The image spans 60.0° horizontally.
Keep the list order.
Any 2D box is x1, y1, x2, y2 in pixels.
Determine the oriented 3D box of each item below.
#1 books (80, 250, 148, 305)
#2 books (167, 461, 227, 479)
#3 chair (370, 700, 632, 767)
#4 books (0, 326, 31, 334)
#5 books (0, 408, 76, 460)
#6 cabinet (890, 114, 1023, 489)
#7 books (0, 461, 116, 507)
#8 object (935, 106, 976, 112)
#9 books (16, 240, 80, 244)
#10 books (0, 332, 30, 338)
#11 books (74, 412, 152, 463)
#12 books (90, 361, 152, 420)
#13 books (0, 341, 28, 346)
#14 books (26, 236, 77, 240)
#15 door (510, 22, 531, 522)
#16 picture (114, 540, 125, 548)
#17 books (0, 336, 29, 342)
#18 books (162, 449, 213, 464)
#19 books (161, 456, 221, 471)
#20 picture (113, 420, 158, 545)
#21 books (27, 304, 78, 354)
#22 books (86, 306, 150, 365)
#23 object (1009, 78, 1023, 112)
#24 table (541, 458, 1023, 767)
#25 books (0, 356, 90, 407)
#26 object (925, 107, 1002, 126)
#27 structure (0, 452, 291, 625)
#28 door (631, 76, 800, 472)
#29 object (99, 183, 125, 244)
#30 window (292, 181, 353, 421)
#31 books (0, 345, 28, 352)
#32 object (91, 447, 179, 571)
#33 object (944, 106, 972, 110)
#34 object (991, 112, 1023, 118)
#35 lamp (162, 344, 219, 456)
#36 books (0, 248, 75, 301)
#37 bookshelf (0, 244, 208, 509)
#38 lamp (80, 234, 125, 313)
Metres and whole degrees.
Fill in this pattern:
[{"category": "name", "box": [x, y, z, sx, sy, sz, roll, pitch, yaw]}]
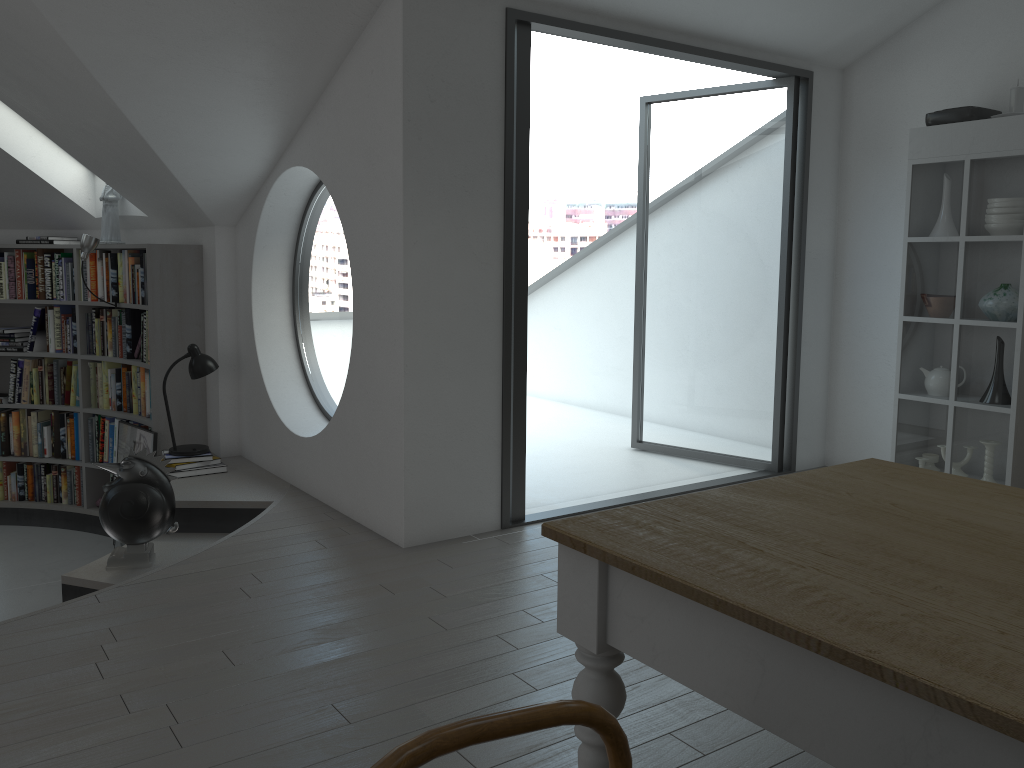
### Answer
[{"category": "books", "box": [-2.575, -0.732, 6.038, 1.015, 0.361, 0.293, 6, 9, 37]}, {"category": "books", "box": [-1.963, 0.498, 5.358, 0.366, 0.042, 0.389, -5, 9, -35]}, {"category": "chair", "box": [0.127, 0.779, 0.940, 0.622, 0.732, 0.528, -4, 8, -31]}, {"category": "books", "box": [-3.682, -0.401, 6.544, 0.286, 0.031, 0.270, 6, 9, 35]}, {"category": "books", "box": [-3.514, 0.344, 6.546, 0.872, 0.349, 0.273, 1, 7, 7]}, {"category": "cabinet", "box": [2.410, -0.333, 4.612, 0.361, 1.983, 0.643, -4, 8, -35]}, {"category": "books", "box": [-3.249, 0.722, 6.489, 1.497, 0.310, 0.361, 3, 7, 17]}, {"category": "object", "box": [2.345, -1.357, 4.610, 0.238, 0.119, 0.239, -5, 9, -35]}, {"category": "books", "box": [-3.339, -1.026, 6.437, 0.336, 0.036, 0.317, 3, 8, 18]}, {"category": "books", "box": [-3.683, -0.369, 6.547, 0.226, 0.036, 0.214, 3, 8, 15]}, {"category": "books", "box": [-2.633, 0.404, 6.185, 1.185, 0.358, 0.304, 6, 9, 36]}, {"category": "books", "box": [-2.566, 0.031, 6.113, 1.022, 0.346, 0.276, 7, 9, 40]}, {"category": "books", "box": [-3.683, -0.308, 6.554, 0.286, 0.031, 0.270, 1, 8, 0]}, {"category": "books", "box": [-3.339, -1.054, 6.434, 0.247, 0.027, 0.234, 5, 9, 27]}, {"category": "door", "box": [-0.256, -0.557, 4.628, 0.080, 2.339, 1.054, -4, 8, -35]}, {"category": "picture", "box": [-2.436, 0.890, 5.716, 0.107, 0.553, 0.490, -5, 9, -44]}, {"category": "books", "box": [-3.683, -0.338, 6.550, 0.286, 0.031, 0.270, 3, 8, 15]}, {"category": "books", "box": [-1.962, 0.430, 5.351, 0.269, 0.031, 0.286, -3, 9, -25]}, {"category": "books", "box": [-1.962, 0.462, 5.355, 0.287, 0.034, 0.305, -7, 11, -44]}, {"category": "picture", "box": [-2.500, 0.707, 5.870, 0.090, 0.860, 0.579, -5, 9, -45]}, {"category": "books", "box": [-3.225, -0.407, 6.443, 0.553, 0.349, 0.256, 2, 7, 11]}, {"category": "books", "box": [-2.571, -0.350, 6.071, 1.054, 0.357, 0.280, 7, 9, 40]}, {"category": "object", "box": [2.472, -1.396, 4.341, 0.054, 0.195, 0.054, 0, 6, -10]}, {"category": "table", "box": [1.421, 0.808, 0.568, 1.019, 0.796, 3.357, -4, 9, -34]}, {"category": "books", "box": [-3.427, -0.031, 6.483, 0.974, 0.351, 0.252, 2, 7, 8]}, {"category": "object", "box": [2.345, -1.348, 4.611, 0.299, 0.119, 0.299, -5, 9, -35]}, {"category": "structure", "box": [-3.621, 0.974, 4.452, 4.709, 0.691, 4.725, 2, 8, 10]}, {"category": "door", "box": [1.255, -0.680, 5.644, 1.053, 2.339, 0.080, 6, 8, 40]}, {"category": "object", "box": [-2.775, -1.197, 6.120, 0.179, 0.471, 0.179, -2, 7, -26]}, {"category": "window", "box": [-0.923, -0.472, 5.015, 0.104, 1.465, 1.474, -4, 8, -35]}, {"category": "books", "box": [-3.684, -0.275, 6.557, 0.388, 0.042, 0.367, 1, 8, 5]}, {"category": "object", "box": [-1.774, 0.574, 4.189, 0.321, 0.561, 0.321, 4, 7, 28]}, {"category": "object", "box": [2.345, -1.366, 4.609, 0.170, 0.119, 0.170, -4, 9, -35]}, {"category": "object", "box": [2.525, -1.308, 4.361, 0.295, 0.024, 0.151, -1, 8, -11]}, {"category": "lamp", "box": [-1.925, 0.087, 5.330, 0.322, 0.658, 0.234, -2, 7, -19]}, {"category": "books", "box": [-3.484, -0.797, 6.424, 0.969, 0.366, 0.307, 2, 7, 8]}, {"category": "bookshelf", "box": [-4.399, 0.052, 5.496, 4.337, 1.874, 2.114, -5, 9, -35]}, {"category": "lamp", "box": [-2.697, -0.725, 5.854, 0.275, 0.523, 0.112, -6, 9, -44]}]
